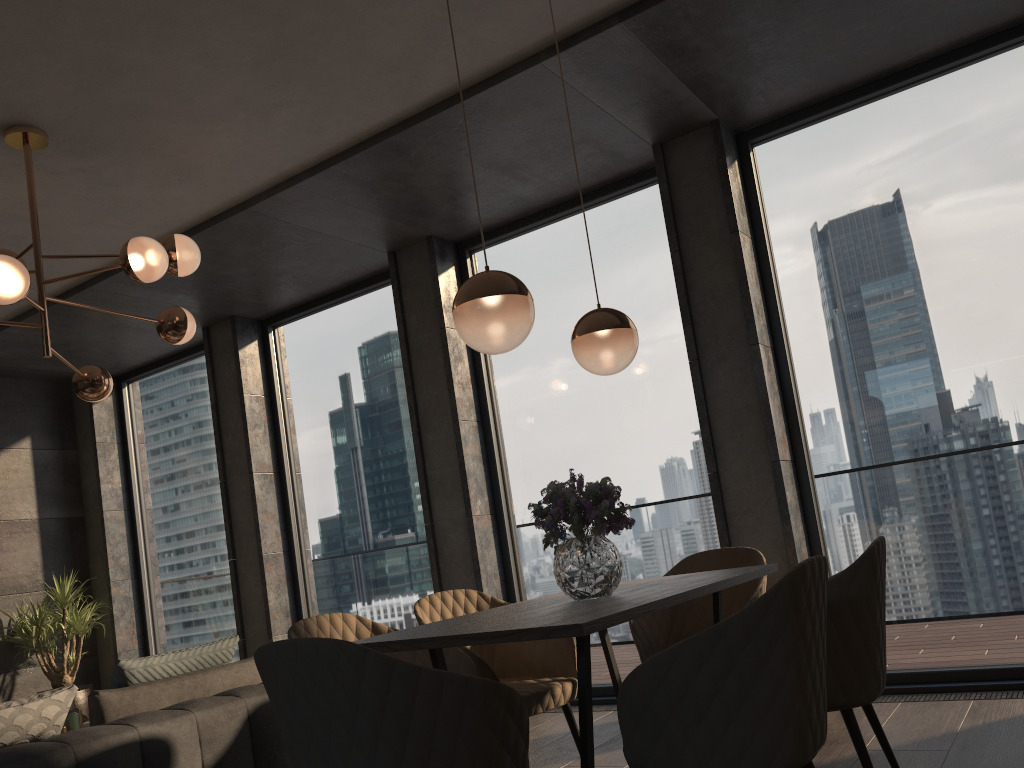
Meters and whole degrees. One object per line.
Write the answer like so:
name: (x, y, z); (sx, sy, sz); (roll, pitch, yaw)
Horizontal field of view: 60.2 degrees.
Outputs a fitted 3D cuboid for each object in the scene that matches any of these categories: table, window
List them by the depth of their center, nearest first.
table: (0.293, 1.047, 2.728); (0.776, 0.761, 1.470); (-14, -11, 32)
window: (-0.292, 0.587, 5.790); (7.334, 2.971, 0.199); (-15, -8, 32)

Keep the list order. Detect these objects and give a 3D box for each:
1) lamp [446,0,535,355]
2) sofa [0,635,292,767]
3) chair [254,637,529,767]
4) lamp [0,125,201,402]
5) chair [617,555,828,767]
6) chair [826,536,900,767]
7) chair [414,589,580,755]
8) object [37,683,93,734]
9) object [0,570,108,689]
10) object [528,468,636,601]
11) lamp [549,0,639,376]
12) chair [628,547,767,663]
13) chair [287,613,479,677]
lamp: (-0.148, -0.840, 2.609); (0.239, 1.529, 0.241); (-9, -6, 8)
sofa: (-2.401, 1.566, 3.394); (2.938, 0.776, 2.029); (-15, -12, 31)
chair: (-0.234, 0.947, 1.975); (0.561, 0.828, 0.510); (-14, -9, 36)
lamp: (-1.950, -0.584, 3.885); (1.017, 1.027, 1.478); (-10, -9, 8)
chair: (0.543, 0.856, 2.105); (0.515, 0.828, 0.556); (-13, -8, 31)
chair: (0.915, 0.904, 2.638); (0.514, 0.828, 0.557); (-12, -8, 26)
chair: (-0.030, 1.165, 3.271); (0.516, 0.828, 0.555); (-15, -10, 41)
object: (-2.401, 1.771, 4.768); (0.198, 0.258, 0.200); (-13, -9, 32)
object: (-3.652, 2.147, 6.986); (0.948, 1.347, 1.039); (-5, -8, -26)
object: (0.225, 0.465, 2.760); (0.328, 0.405, 0.301); (-9, -8, 3)
lamp: (0.234, -0.784, 3.196); (0.241, 1.529, 0.239); (-13, -7, 38)
chair: (0.789, 1.087, 3.500); (0.561, 0.828, 0.510); (-14, -9, 36)
chair: (-0.360, 1.115, 2.756); (0.514, 0.828, 0.557); (-12, -8, 26)
